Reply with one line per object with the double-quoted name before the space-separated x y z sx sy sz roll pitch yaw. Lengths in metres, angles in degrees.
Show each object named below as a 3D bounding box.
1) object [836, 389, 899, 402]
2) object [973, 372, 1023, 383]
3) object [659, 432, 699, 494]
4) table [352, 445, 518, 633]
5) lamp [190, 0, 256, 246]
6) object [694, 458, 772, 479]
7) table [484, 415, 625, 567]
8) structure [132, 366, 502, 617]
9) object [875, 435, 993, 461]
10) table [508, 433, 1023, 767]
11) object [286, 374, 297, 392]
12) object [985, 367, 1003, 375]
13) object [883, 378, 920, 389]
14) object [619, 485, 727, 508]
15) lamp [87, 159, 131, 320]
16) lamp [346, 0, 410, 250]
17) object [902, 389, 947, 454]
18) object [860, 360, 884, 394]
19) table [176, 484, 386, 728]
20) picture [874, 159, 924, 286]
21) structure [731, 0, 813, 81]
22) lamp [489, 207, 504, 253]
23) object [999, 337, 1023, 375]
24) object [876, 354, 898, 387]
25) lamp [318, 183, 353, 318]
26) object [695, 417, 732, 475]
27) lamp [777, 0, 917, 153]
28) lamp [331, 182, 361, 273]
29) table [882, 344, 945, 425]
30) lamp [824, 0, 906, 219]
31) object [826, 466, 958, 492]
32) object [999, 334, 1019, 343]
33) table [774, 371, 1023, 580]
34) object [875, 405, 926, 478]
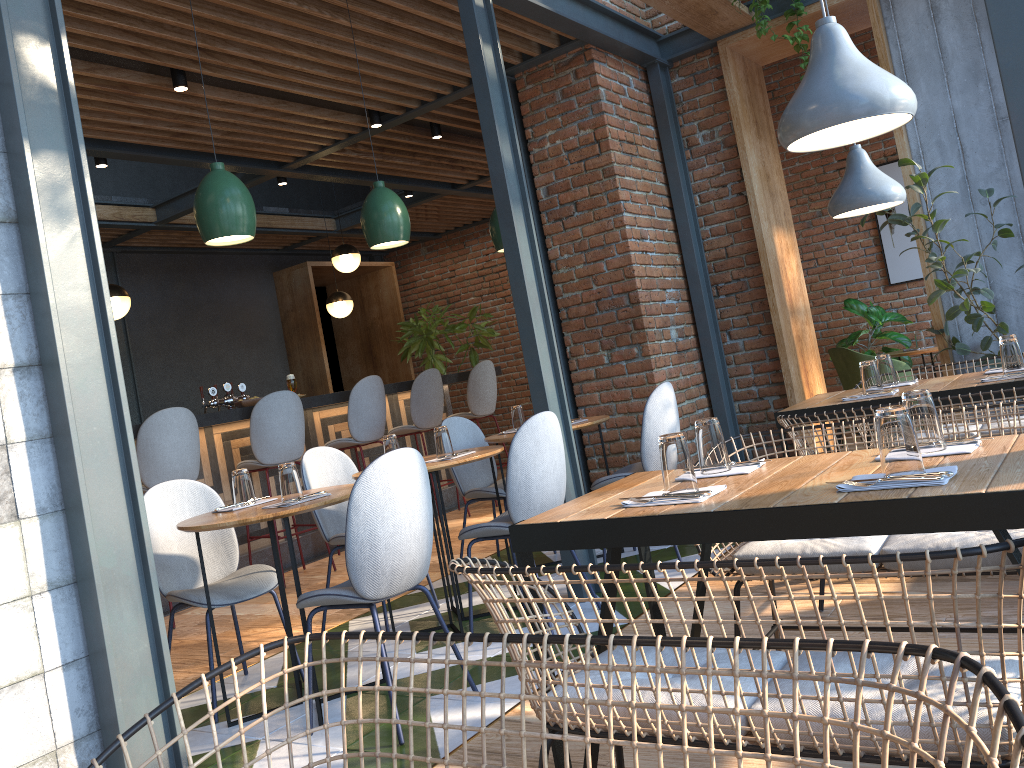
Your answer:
"object" 1.453 0.043 3.624 0.241 0.019 0.158 -10 0 32
"object" 1.874 -0.033 3.345 0.241 0.019 0.158 -10 0 35
"object" 0.381 0.185 2.054 0.080 0.138 0.080 -11 -2 10
"table" -0.313 0.717 4.024 0.700 0.748 0.697 -10 -1 -13
"lamp" -1.250 -1.536 3.390 0.222 2.025 0.224 -12 -3 38
"object" 0.550 0.219 2.302 0.241 0.019 0.158 -10 0 33
"table" 0.259 0.605 4.858 0.700 0.748 0.697 -10 -1 -9
"structure" -2.535 0.781 7.002 2.903 1.399 4.936 -11 0 35
"object" 0.960 0.145 2.019 0.241 0.019 0.158 -10 0 37
"table" 0.752 0.552 1.981 1.266 0.707 0.660 -11 -1 35
"object" -1.567 0.020 6.315 0.070 0.183 0.070 -9 -2 -35
"object" 2.063 -0.070 3.620 0.241 0.019 0.158 -10 0 35
"object" 1.674 0.001 3.893 0.241 0.019 0.158 -10 0 38
"object" 0.363 0.255 2.045 0.241 0.019 0.158 -10 0 37
"lamp" -3.263 -2.334 6.572 0.267 3.801 0.269 -12 -3 25
"lamp" -0.748 -1.634 4.123 0.222 2.025 0.224 -12 -3 38
"object" 0.928 0.083 2.008 0.080 0.138 0.080 -11 -2 0
"object" 1.471 -0.027 3.636 0.080 0.138 0.080 -10 -2 -5
"table" -0.816 0.814 3.290 0.702 0.748 0.696 -9 -2 -45
"picture" 3.600 -1.472 7.814 0.722 1.097 0.023 -12 -3 35
"structure" 1.494 -2.134 5.163 0.511 0.970 0.666 -11 -2 27
"lamp" -0.177 -1.745 4.956 0.222 2.025 0.224 -12 -3 38
"object" 1.892 -0.104 3.355 0.080 0.138 0.080 -11 -2 18
"object" 1.639 -0.060 3.885 0.080 0.138 0.080 -9 -2 -39
"lamp" -2.051 -2.530 8.970 0.269 3.801 0.267 -9 -3 -35
"object" 0.515 0.158 2.291 0.080 0.138 0.080 -9 -2 -33
"lamp" 0.489 -2.876 2.457 0.354 4.499 0.351 -9 -3 -39
"lamp" -1.874 -2.909 8.368 0.267 3.801 0.269 -13 -3 44
"table" 3.405 0.039 6.987 0.805 0.688 0.808 -11 -1 18
"lamp" 1.284 -3.035 4.307 0.351 4.499 0.354 -12 -3 40
"object" 0.751 0.185 1.759 0.241 0.019 0.158 -10 0 36
"object" 2.032 -0.131 3.608 0.080 0.138 0.080 -11 -2 8
"table" 1.852 0.338 3.585 1.266 0.707 0.660 -11 -1 35
"object" 0.770 0.114 1.768 0.080 0.138 0.080 -11 -2 9
